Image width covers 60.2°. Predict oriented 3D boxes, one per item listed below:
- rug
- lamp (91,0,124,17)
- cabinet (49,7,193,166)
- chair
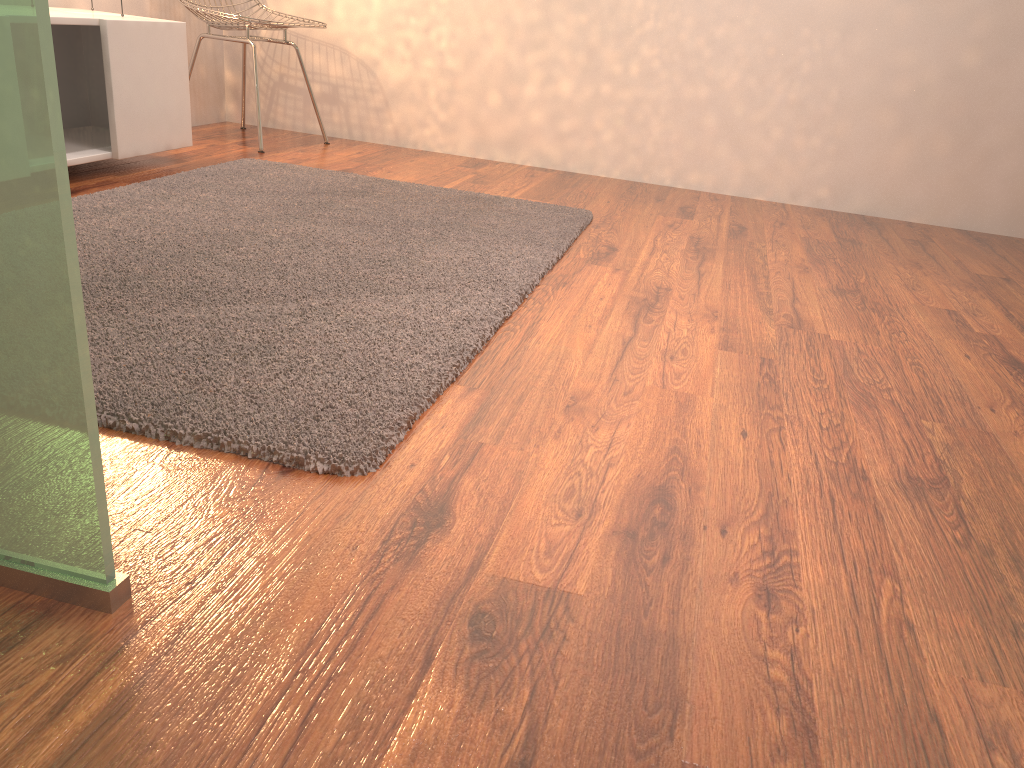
[{"bbox_3d":[-0.584,-0.343,2.203,1.277,0.009,1.999,11,23,10],"label":"rug"},{"bbox_3d":[-1.327,-1.702,2.573,0.268,1.140,0.254,-10,30,-30],"label":"lamp"},{"bbox_3d":[-1.507,-0.746,2.250,0.401,0.405,1.768,11,23,10],"label":"cabinet"},{"bbox_3d":[-1.064,-1.448,3.504,0.557,0.936,0.526,16,27,19],"label":"chair"}]
